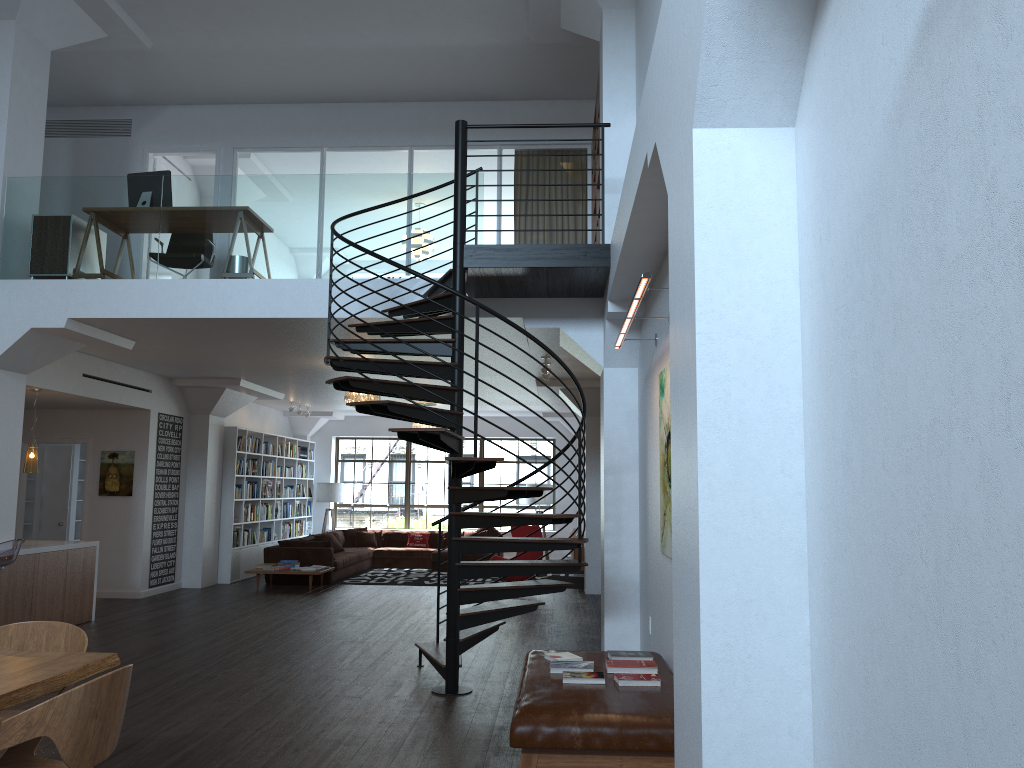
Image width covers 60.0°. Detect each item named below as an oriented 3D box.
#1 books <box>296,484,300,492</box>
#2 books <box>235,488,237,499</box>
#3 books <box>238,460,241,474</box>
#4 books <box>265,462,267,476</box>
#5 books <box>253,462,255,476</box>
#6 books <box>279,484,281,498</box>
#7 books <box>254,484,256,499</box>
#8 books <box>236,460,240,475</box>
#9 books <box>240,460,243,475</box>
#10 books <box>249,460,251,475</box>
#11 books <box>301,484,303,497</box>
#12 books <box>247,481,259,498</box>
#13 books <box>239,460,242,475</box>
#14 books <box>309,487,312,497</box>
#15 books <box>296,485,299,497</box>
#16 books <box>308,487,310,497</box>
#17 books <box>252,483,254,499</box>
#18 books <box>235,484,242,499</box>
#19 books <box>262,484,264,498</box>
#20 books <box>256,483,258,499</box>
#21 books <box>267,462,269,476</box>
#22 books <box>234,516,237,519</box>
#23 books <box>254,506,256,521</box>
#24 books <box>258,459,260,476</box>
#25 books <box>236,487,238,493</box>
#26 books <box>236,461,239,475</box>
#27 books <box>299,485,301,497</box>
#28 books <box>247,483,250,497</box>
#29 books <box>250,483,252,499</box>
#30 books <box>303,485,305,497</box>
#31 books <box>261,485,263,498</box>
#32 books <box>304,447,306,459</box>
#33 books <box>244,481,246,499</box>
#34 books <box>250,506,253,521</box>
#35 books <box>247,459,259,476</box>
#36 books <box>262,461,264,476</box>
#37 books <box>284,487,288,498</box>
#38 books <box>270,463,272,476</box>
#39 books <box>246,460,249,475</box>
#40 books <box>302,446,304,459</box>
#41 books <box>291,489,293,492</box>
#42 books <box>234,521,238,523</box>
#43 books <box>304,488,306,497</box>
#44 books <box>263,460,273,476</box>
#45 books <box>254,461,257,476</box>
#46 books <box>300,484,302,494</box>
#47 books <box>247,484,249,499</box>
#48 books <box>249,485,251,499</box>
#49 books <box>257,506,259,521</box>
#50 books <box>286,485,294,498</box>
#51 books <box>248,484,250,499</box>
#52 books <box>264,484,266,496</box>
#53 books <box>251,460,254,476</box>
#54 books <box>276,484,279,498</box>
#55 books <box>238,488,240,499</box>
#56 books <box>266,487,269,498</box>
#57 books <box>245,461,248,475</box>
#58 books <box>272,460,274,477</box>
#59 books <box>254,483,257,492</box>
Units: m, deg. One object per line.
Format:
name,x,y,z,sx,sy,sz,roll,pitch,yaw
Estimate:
books,-4.239,2.086,17.305,0.183,0.253,0.042,0,-7,3
books,-4.392,1.718,13.930,0.128,0.178,0.022,0,-7,3
books,-4.391,1.323,14.045,0.172,0.235,0.112,0,-7,3
books,-4.330,1.467,15.330,0.182,0.253,0.034,0,-7,3
books,-4.361,1.413,14.747,0.161,0.223,0.032,0,-7,3
books,-4.296,1.949,16.137,0.171,0.246,0.036,0,-7,3
books,-4.358,1.789,14.783,0.174,0.239,0.045,0,-7,3
books,-4.395,1.321,14.014,0.152,0.232,0.104,0,-7,3
books,-4.391,1.329,14.128,0.174,0.242,0.105,0,-7,3
books,-4.387,1.372,14.563,0.180,0.259,0.042,0,-7,3
books,-4.223,2.114,17.542,0.183,0.253,0.042,0,-7,3
books,-4.357,1.780,14.921,0.176,0.294,0.102,0,-7,3
books,-4.400,1.325,14.089,0.172,0.239,0.093,0,-7,3
books,-4.187,2.201,18.099,0.182,0.215,0.188,0,-7,3
books,-4.235,2.079,17.192,0.174,0.240,0.054,0,-7,3
books,-4.201,2.193,18.009,0.167,0.210,0.162,0,-7,3
books,-4.364,1.770,14.684,0.182,0.253,0.034,0,-7,3
books,-4.385,1.719,14.165,0.140,0.231,0.042,0,-7,3
books,-4.339,1.837,15.189,0.174,0.240,0.054,0,-7,3
books,-4.350,1.791,14.857,0.182,0.253,0.034,0,-7,3
books,-4.328,1.487,15.484,0.159,0.250,0.026,0,-7,3
books,-4.440,2.098,13.937,0.174,0.032,0.254,1,-7,-2
books,-4.365,2.156,14.774,0.183,0.253,0.034,0,-7,3
books,-4.355,1.408,14.992,0.176,0.291,0.053,0,-7,3
books,-4.398,1.721,13.978,0.134,0.184,0.030,0,-7,3
books,-4.401,1.324,13.984,0.161,0.218,0.101,0,-7,3
books,-4.232,2.098,17.377,0.171,0.246,0.039,0,-7,3
books,-4.379,1.753,14.530,0.159,0.250,0.026,0,-7,3
books,-4.389,1.766,14.652,0.182,0.253,0.034,0,-7,3
books,-4.219,2.134,17.630,0.174,0.236,0.142,0,-7,2
books,-4.342,1.840,15.146,0.161,0.223,0.032,0,-7,3
books,-4.217,1.376,17.696,0.183,0.253,0.042,0,-7,3
books,-4.396,1.709,14.304,0.197,0.283,0.065,0,-7,3
books,-4.373,2.146,14.659,0.171,0.246,0.057,0,-7,3
books,-4.374,1.405,14.941,0.198,0.284,0.049,0,-7,3
books,-4.333,1.446,15.157,0.182,0.253,0.034,0,-7,3
books,-4.261,2.023,16.584,0.140,0.206,0.042,0,-7,3
books,-4.319,1.503,15.576,0.174,0.239,0.045,0,-7,3
books,-4.386,1.365,14.476,0.183,0.253,0.042,0,-7,3
books,-4.228,1.361,17.567,0.183,0.253,0.042,0,-7,3
books,-4.235,2.077,16.862,0.120,0.167,0.020,0,-7,3
books,-4.438,2.165,13.934,0.197,0.035,0.284,1,-7,-7
books,-4.209,2.155,17.684,0.161,0.207,0.135,0,-7,2
books,-4.320,1.487,15.655,0.176,0.290,0.053,0,-7,3
books,-4.362,1.413,14.824,0.174,0.240,0.054,0,-7,3
books,-4.233,2.101,17.457,0.180,0.259,0.042,0,-7,3
books,-4.379,1.747,14.437,0.174,0.239,0.045,0,-7,3
books,-4.369,1.770,14.554,0.161,0.223,0.027,0,-7,3
books,-4.358,2.172,14.909,0.183,0.253,0.034,0,-7,3
books,-4.241,2.054,16.952,0.140,0.231,0.042,0,-7,3
books,-4.380,1.750,14.488,0.170,0.245,0.057,0,-7,3
books,-4.343,1.844,15.302,0.183,0.253,0.042,0,-7,3
books,-4.378,1.393,14.714,0.183,0.253,0.042,0,-7,3
books,-4.299,1.925,15.964,0.174,0.251,0.051,0,-7,3
books,-4.379,1.742,14.076,0.120,0.167,0.020,0,-7,3
books,-4.326,1.882,15.419,0.161,0.207,0.135,0,-7,2
books,-4.391,1.363,14.386,0.174,0.236,0.142,0,-7,4
books,-4.321,1.498,15.715,0.197,0.283,0.065,0,-7,3
books,-4.363,1.787,14.824,0.182,0.253,0.034,0,-7,3
